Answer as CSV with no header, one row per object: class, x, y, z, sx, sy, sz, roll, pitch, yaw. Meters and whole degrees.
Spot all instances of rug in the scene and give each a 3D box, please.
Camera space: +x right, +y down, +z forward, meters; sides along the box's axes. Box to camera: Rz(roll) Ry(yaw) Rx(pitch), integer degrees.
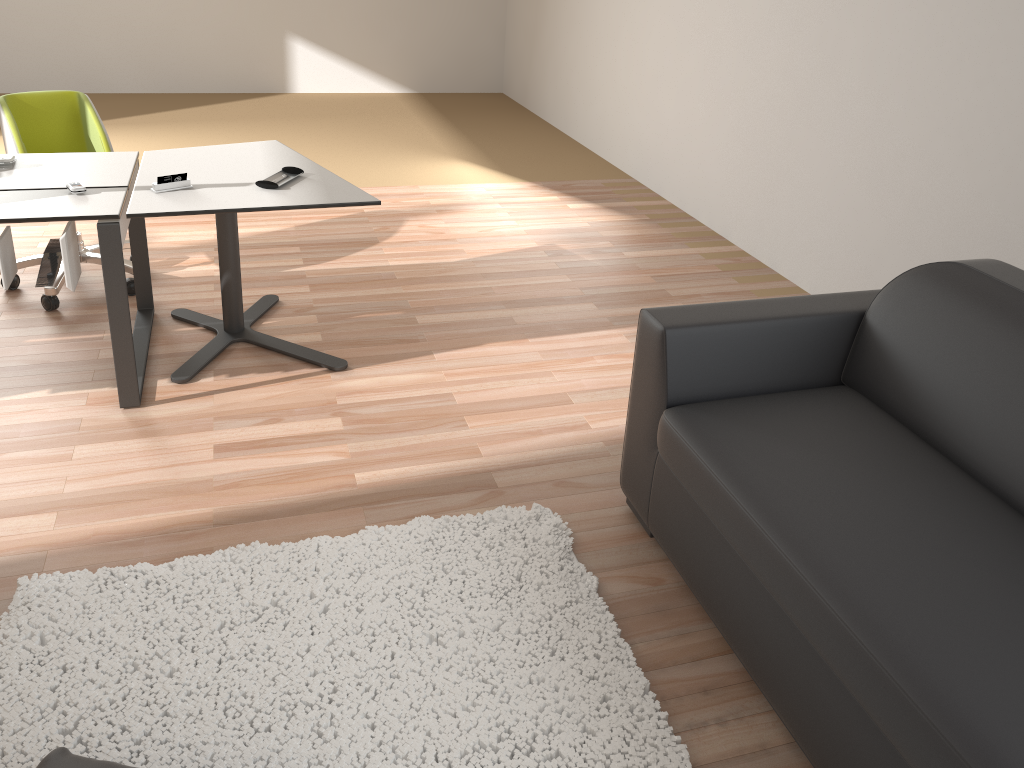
rug,-0.265,0.899,1.534,1.453,0.043,2.115,-5,29,-16

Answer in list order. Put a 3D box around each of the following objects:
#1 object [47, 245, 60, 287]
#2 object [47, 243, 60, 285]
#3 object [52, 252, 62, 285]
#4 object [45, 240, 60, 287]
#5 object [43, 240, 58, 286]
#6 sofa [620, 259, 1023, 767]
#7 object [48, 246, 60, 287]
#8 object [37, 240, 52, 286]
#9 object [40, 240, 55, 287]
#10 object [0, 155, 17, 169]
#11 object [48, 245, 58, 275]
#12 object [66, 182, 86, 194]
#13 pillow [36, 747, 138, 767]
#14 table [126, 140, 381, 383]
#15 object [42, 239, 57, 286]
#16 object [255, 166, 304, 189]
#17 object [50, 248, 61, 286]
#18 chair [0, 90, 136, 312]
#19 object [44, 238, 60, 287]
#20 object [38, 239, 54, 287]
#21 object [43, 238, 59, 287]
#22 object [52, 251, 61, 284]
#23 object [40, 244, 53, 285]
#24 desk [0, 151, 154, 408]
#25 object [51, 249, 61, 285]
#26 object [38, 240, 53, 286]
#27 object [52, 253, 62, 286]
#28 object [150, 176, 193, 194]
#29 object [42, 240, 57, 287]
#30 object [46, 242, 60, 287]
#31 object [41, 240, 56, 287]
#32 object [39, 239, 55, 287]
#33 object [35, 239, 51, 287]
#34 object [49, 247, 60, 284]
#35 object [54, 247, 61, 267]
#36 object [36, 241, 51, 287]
object,-1.463,-0.390,2.818,0.040,0.108,0.139,-4,27,-17
object,-1.465,-0.390,2.817,0.040,0.108,0.139,-4,27,-17
object,-1.450,-0.392,2.822,0.040,0.108,0.139,-4,27,-17
object,-1.470,-0.390,2.816,0.040,0.108,0.139,-4,27,-17
object,-1.474,-0.389,2.814,0.040,0.108,0.139,-4,27,-17
sofa,1.092,0.477,1.651,0.954,0.798,2.359,-5,28,-16
object,-1.461,-0.391,2.819,0.040,0.108,0.139,-4,27,-17
object,-1.492,-0.387,2.809,0.040,0.108,0.139,-4,27,-17
object,-1.483,-0.388,2.812,0.040,0.108,0.139,-4,27,-17
object,-1.974,-0.706,3.016,0.458,0.076,0.404,-8,30,-21
object,-1.468,-0.390,2.816,0.040,0.108,0.139,-4,27,-17
object,-1.452,-0.654,2.932,0.048,0.020,0.087,-17,33,-34
pillow,-0.604,0.867,1.354,0.610,0.201,0.608,6,27,6
table,-1.009,-0.499,3.428,0.813,0.658,0.966,-6,28,-19
object,-1.478,-0.389,2.813,0.040,0.108,0.139,-4,27,-17
object,-0.837,-0.745,3.177,0.090,0.029,0.225,8,28,10
object,-1.456,-0.391,2.820,0.040,0.108,0.139,-4,27,-17
chair,-1.930,-0.814,3.812,0.633,0.774,0.615,-18,33,-39
object,-1.472,-0.389,2.815,0.040,0.108,0.139,-4,27,-17
object,-1.487,-0.388,2.810,0.040,0.108,0.139,-4,27,-17
object,-1.474,-0.389,2.815,0.040,0.108,0.139,-4,27,-17
object,-1.452,-0.391,2.821,0.040,0.108,0.139,-4,27,-17
object,-1.483,-0.388,2.812,0.040,0.108,0.139,-4,27,-17
desk,-2.129,-0.340,2.998,1.605,0.657,0.840,-6,27,-17
object,-1.454,-0.391,2.821,0.040,0.108,0.139,-4,27,-17
object,-1.489,-0.388,2.810,0.040,0.108,0.139,-4,27,-17
object,-1.450,-0.392,2.822,0.040,0.108,0.139,-4,27,-17
object,-1.171,-0.696,3.020,0.133,0.053,0.050,-21,34,-39
object,-1.477,-0.389,2.814,0.040,0.108,0.139,-4,27,-17
object,-1.466,-0.390,2.817,0.040,0.108,0.139,-4,27,-17
object,-1.481,-0.388,2.812,0.040,0.108,0.139,-4,27,-17
object,-1.485,-0.388,2.811,0.040,0.108,0.139,-4,27,-17
object,-1.496,-0.387,2.808,0.040,0.108,0.139,-4,27,-17
object,-1.459,-0.391,2.819,0.040,0.108,0.139,-4,27,-17
object,-1.457,-0.391,2.820,0.040,0.108,0.139,-4,27,-17
object,-1.494,-0.387,2.808,0.040,0.108,0.139,-4,27,-17
